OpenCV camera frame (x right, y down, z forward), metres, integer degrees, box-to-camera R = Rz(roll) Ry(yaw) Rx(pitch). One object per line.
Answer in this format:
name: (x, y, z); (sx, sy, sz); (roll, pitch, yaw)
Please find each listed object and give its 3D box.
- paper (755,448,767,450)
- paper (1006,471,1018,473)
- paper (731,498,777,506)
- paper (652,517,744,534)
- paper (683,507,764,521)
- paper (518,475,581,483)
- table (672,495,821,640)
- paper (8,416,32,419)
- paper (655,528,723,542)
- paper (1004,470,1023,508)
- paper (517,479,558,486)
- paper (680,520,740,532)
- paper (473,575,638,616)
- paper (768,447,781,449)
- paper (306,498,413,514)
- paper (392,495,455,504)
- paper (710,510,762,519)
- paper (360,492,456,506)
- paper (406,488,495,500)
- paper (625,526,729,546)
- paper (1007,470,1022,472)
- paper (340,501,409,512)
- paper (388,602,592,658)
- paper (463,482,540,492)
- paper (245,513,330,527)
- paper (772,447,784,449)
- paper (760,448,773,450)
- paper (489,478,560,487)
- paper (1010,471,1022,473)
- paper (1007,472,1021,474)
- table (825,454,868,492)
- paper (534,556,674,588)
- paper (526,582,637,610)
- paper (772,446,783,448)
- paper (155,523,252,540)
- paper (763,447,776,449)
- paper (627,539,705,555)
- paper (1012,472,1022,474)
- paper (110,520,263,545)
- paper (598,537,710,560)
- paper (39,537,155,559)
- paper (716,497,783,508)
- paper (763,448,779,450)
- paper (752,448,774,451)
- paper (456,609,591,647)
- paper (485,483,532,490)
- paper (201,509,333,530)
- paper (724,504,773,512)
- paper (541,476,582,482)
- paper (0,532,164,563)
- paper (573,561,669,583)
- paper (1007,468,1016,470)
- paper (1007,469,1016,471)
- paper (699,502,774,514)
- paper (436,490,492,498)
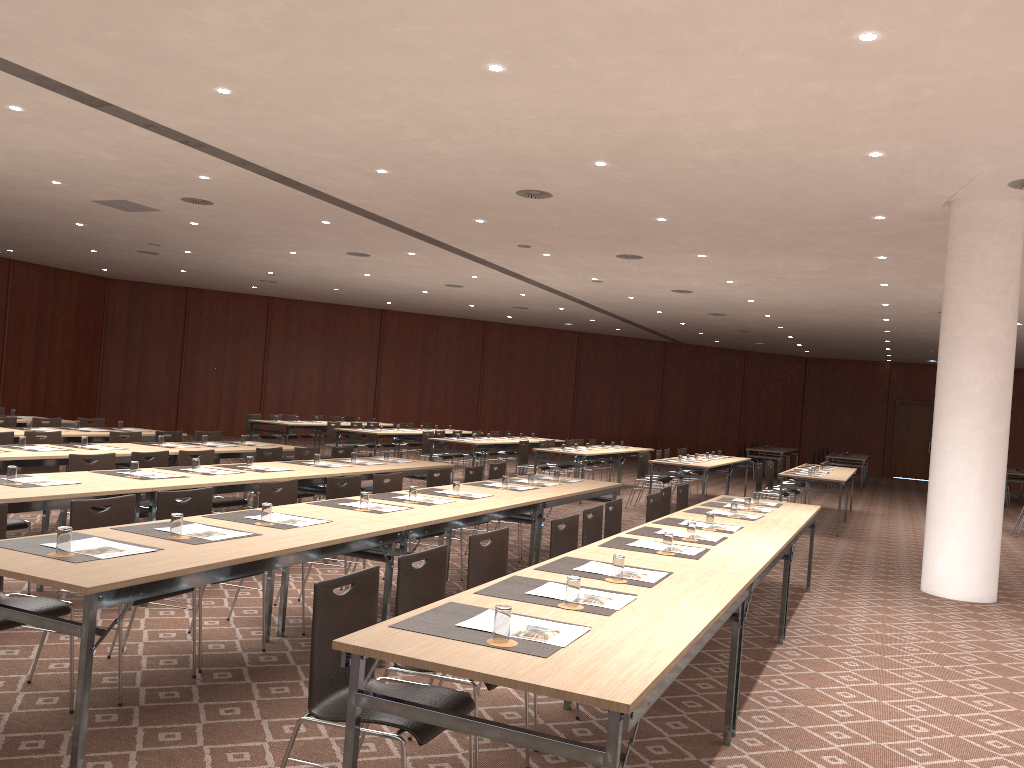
paper: (6.958, 1.791, 24.402); (0.565, 0.003, 0.460); (4, -1, 25)
paper: (12.463, 2.184, 22.029); (0.565, 0.003, 0.460); (4, -1, 24)
paper: (2.310, 1.123, 8.441); (0.398, 0.006, 0.284); (4, -1, 22)
paper: (1.333, 1.010, 6.342); (0.565, 0.003, 0.460); (4, -1, 25)
paper: (1.725, 1.057, 7.214); (0.565, 0.003, 0.460); (4, -1, 26)
paper: (0.409, 0.990, 9.232); (0.565, 0.003, 0.460); (4, -1, 22)
table: (2.087, 1.515, 7.763); (0.953, 0.833, 2.268); (4, -1, 23)
paper: (-6.837, 0.470, 12.436); (0.398, 0.006, 0.284); (4, -1, 24)
paper: (1.157, 0.982, 5.781); (0.398, 0.006, 0.284); (4, -1, 23)
paper: (12.586, 2.612, 21.957); (0.953, 0.833, 2.268); (4, -1, 23)
paper: (0.241, 0.962, 8.662); (0.398, 0.006, 0.284); (4, -1, 25)
paper: (1.417, 1.013, 6.346); (0.398, 0.006, 0.284); (4, -1, 22)
paper: (0.190, 0.870, 3.671); (0.565, 0.003, 0.460); (4, -1, 22)
paper: (7.688, 1.873, 25.906); (0.398, 0.006, 0.284); (4, -1, 22)
paper: (-1.010, 0.817, 5.947); (0.565, 0.003, 0.460); (4, -1, 22)
paper: (-0.652, 0.853, 6.566); (0.398, 0.006, 0.284); (4, -1, 22)
paper: (1.813, 1.061, 7.226); (0.398, 0.006, 0.284); (4, -1, 27)
paper: (-0.766, 0.847, 6.549); (0.565, 0.003, 0.460); (4, -1, 20)
paper: (-0.489, 0.880, 7.111); (0.565, 0.003, 0.460); (4, -1, 22)
paper: (1.070, 0.978, 5.719); (0.565, 0.003, 0.460); (4, -1, 24)
paper: (12.828, 2.221, 22.651); (0.398, 0.006, 0.284); (4, -1, 21)
paper: (-0.924, 0.820, 5.946); (0.398, 0.006, 0.284); (4, -1, 26)
paper: (-0.064, 0.838, 3.059); (0.565, 0.003, 0.460); (4, -1, 23)
paper: (-0.093, 0.928, 8.038); (0.565, 0.003, 0.460); (4, -1, 24)
paper: (-1.285, 0.775, 5.075); (0.398, 0.006, 0.284); (4, -1, 23)
paper: (7.837, 1.900, 26.523); (0.565, 0.003, 0.460); (4, -1, 21)
paper: (7.030, 1.793, 24.426); (0.398, 0.006, 0.284); (4, -1, 23)
paper: (0.129, 0.957, 8.628); (0.565, 0.003, 0.460); (4, -1, 24)
paper: (12.581, 2.190, 22.039); (0.398, 0.006, 0.284); (4, -1, 26)
paper: (12.239, 2.156, 21.433); (0.565, 0.003, 0.460); (4, -1, 21)
table: (8.885, 2.348, 23.562); (0.953, 0.833, 2.268); (4, -1, 23)
paper: (0.450, 0.902, 4.275); (0.565, 0.003, 0.460); (4, -1, 23)
paper: (0.290, 0.874, 3.670); (0.398, 0.006, 0.284); (4, -1, 23)
paper: (8.161, 1.933, 27.120); (0.398, 0.006, 0.284); (4, -1, 22)
paper: (-1.550, 0.742, 4.463); (0.398, 0.006, 0.284); (4, -1, 26)
paper: (7.602, 1.870, 25.888); (0.565, 0.003, 0.460); (4, -1, 25)
paper: (0.899, 0.950, 5.169); (0.398, 0.006, 0.284); (4, -1, 26)
paper: (12.315, 2.158, 21.451); (0.398, 0.006, 0.284); (4, -1, 25)
paper: (-1.625, 0.740, 4.446); (0.565, 0.003, 0.460); (4, -1, 26)
paper: (0.832, 0.948, 5.140); (0.565, 0.003, 0.460); (4, -1, 21)
paper: (-1.798, 0.712, 3.862); (0.398, 0.006, 0.284); (4, -1, 26)
paper: (2.253, 1.121, 8.396); (0.565, 0.003, 0.460); (4, -1, 23)
paper: (7.210, 1.822, 25.009); (0.565, 0.003, 0.460); (4, -1, 24)
paper: (6.713, 1.760, 23.795); (0.565, 0.003, 0.460); (4, -1, 25)
paper: (0.042, 0.843, 3.079); (0.398, 0.006, 0.284); (4, -1, 23)
paper: (-0.027, 0.930, 8.055); (0.398, 0.006, 0.284); (4, -1, 24)
paper: (-1.389, 0.770, 5.062); (0.565, 0.003, 0.460); (4, -1, 22)
paper: (2.086, 1.093, 7.829); (0.398, 0.006, 0.284); (4, -1, 24)
paper: (0.499, 0.994, 9.251); (0.398, 0.006, 0.284); (4, -1, 20)
paper: (-1.901, 0.707, 3.862); (0.565, 0.003, 0.460); (4, -1, 25)
paper: (0.527, 0.904, 4.277); (0.398, 0.006, 0.284); (4, -1, 24)
paper: (13.461, 2.298, 24.116); (0.398, 0.006, 0.284); (4, -1, 24)
paper: (13.120, 2.264, 23.491); (0.565, 0.003, 0.460); (4, -1, 24)
paper: (1.989, 1.090, 7.837); (0.565, 0.003, 0.460); (4, -1, 25)
paper: (-0.391, 0.884, 7.157); (0.398, 0.006, 0.284); (4, -1, 24)
